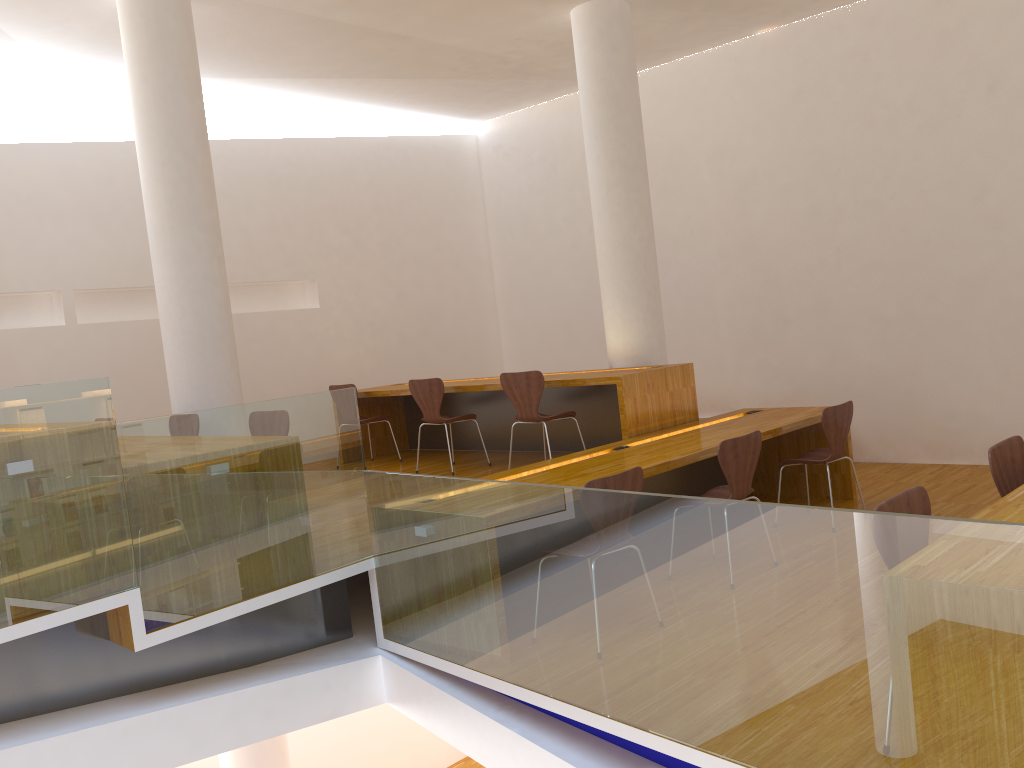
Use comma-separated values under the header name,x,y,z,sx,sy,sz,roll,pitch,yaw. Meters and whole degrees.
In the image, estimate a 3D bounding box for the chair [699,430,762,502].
name,x,y,z,sx,sy,sz,roll,pitch,yaw
chair,1.022,0.596,4.409,0.428,0.693,0.381,-10,4,-44

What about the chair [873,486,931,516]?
name,x,y,z,sx,sy,sz,roll,pitch,yaw
chair,1.297,0.666,2.509,0.428,0.693,0.381,-10,4,-44

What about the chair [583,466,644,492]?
name,x,y,z,sx,sy,sz,roll,pitch,yaw
chair,0.335,0.712,3.733,0.428,0.693,0.381,-10,4,-44

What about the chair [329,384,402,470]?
name,x,y,z,sx,sy,sz,roll,pitch,yaw
chair,-1.220,0.328,7.304,0.381,0.693,0.428,-10,4,-44

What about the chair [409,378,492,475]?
name,x,y,z,sx,sy,sz,roll,pitch,yaw
chair,-0.468,0.285,6.476,0.381,0.693,0.428,-10,4,-44

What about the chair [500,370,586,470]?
name,x,y,z,sx,sy,sz,roll,pitch,yaw
chair,0.209,0.244,5.781,0.381,0.693,0.428,-10,4,-44

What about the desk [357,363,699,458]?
name,x,y,z,sx,sy,sz,roll,pitch,yaw
desk,-0.145,0.272,6.757,0.760,0.606,3.185,-10,4,-44

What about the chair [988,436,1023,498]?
name,x,y,z,sx,sy,sz,roll,pitch,yaw
chair,1.985,0.551,3.185,0.428,0.693,0.381,-10,4,-44

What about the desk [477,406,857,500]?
name,x,y,z,sx,sy,sz,roll,pitch,yaw
desk,0.801,0.645,4.872,3.185,0.606,0.760,-10,4,-44

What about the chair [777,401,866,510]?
name,x,y,z,sx,sy,sz,roll,pitch,yaw
chair,1.788,0.465,5.215,0.428,0.693,0.381,-10,4,-44

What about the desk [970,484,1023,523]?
name,x,y,z,sx,sy,sz,roll,pitch,yaw
desk,2.530,0.712,2.852,3.236,0.918,1.285,-10,4,-44
